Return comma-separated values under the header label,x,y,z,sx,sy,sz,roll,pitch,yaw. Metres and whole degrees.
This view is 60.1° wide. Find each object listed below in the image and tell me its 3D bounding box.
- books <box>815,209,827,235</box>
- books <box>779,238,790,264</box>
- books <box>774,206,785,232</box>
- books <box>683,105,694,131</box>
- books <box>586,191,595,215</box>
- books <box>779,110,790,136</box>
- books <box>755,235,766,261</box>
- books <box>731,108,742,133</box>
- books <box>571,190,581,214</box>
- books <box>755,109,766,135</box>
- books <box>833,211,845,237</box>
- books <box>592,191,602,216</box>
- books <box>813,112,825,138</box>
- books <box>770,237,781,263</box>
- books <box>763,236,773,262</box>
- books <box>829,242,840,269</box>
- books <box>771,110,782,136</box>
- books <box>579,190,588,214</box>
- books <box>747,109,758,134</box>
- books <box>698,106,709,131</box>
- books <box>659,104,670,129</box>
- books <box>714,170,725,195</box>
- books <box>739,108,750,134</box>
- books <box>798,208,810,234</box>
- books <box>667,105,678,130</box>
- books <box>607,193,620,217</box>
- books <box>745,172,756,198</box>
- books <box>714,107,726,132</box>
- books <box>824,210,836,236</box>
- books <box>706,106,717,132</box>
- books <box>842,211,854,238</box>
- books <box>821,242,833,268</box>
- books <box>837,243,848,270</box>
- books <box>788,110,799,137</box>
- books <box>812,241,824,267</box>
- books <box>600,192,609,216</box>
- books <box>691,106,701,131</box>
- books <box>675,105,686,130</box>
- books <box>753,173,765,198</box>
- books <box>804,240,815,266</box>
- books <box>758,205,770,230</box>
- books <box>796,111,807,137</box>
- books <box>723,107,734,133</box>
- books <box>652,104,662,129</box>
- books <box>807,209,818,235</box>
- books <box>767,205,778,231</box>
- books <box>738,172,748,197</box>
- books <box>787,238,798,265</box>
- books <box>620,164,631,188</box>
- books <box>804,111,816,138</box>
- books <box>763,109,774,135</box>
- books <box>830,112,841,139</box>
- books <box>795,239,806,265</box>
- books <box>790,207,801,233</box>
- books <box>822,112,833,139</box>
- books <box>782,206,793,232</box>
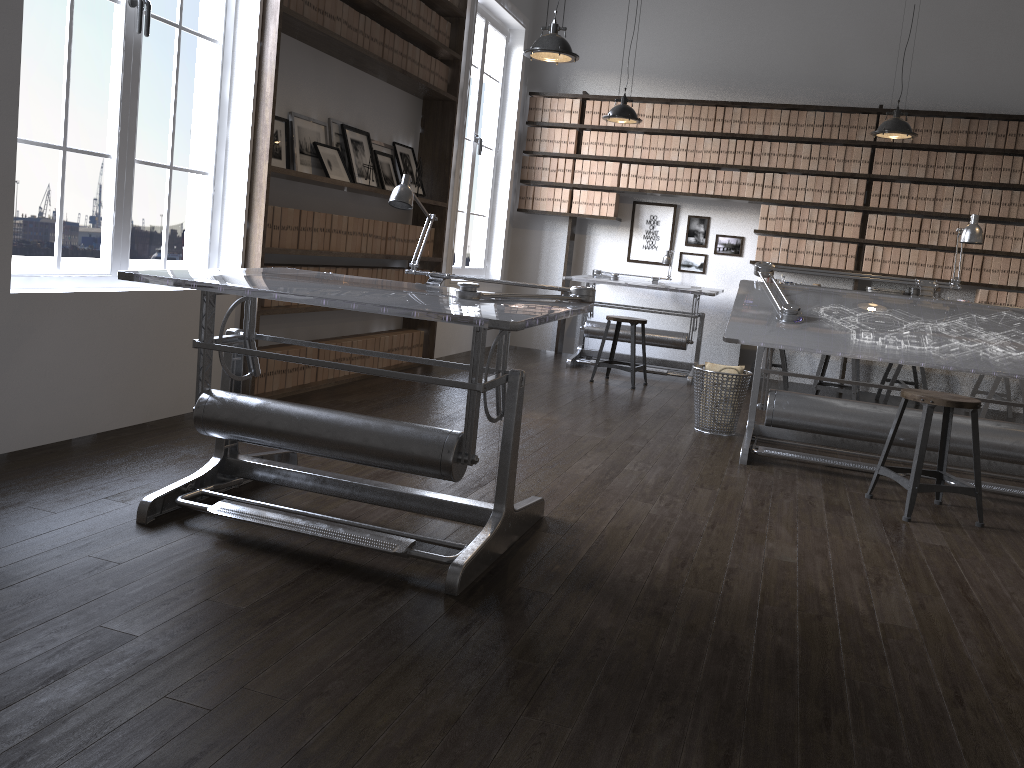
label,x,y,z,sx,sy,sz,roll,pitch,yaw
books,2.694,-1.403,7.722,0.067,0.224,0.175,8,7,17
books,2.406,-1.174,7.825,0.067,0.224,0.175,8,7,17
books,2.365,-1.452,7.823,0.067,0.224,0.175,8,7,17
books,1.600,-2.388,8.002,0.067,0.224,0.175,8,7,17
books,0.751,-1.695,8.328,0.067,0.224,0.175,8,7,17
books,2.389,-2.270,7.757,0.067,0.224,0.175,8,7,17
books,2.214,-1.203,7.883,0.067,0.224,0.175,8,7,17
books,2.000,-2.329,7.879,0.067,0.224,0.175,8,7,17
books,0.622,-1.714,8.364,0.067,0.224,0.175,8,7,17
books,2.197,-2.299,7.816,0.067,0.224,0.175,8,7,17
books,2.835,-1.381,7.678,0.067,0.224,0.175,8,7,17
books,0.813,-1.684,8.303,0.067,0.224,0.175,8,7,17
books,2.656,-2.230,7.672,0.067,0.224,0.175,8,7,17
books,2.338,-1.185,7.848,0.067,0.224,0.175,8,7,17
books,2.279,-1.194,7.868,0.067,0.224,0.175,8,7,17
books,2.802,-1.115,7.704,0.067,0.224,0.175,8,7,17
books,2.321,-2.280,7.780,0.067,0.224,0.175,8,7,17
books,0.691,-1.703,8.345,0.067,0.224,0.175,8,7,17
books,2.135,-2.309,7.841,0.067,0.224,0.175,8,7,17
books,1.730,-2.370,7.966,0.067,0.224,0.175,8,7,17
books,1.401,-2.419,8.070,0.067,0.224,0.175,8,7,17
books,1.871,-1.796,7.961,0.067,0.224,0.175,8,7,17
books,2.068,-2.319,7.862,0.067,0.224,0.175,8,7,17
books,2.559,-1.423,7.764,0.067,0.224,0.175,8,7,17
books,1.468,-2.409,8.051,0.067,0.224,0.175,8,7,17
books,0.947,-1.665,8.267,0.067,0.224,0.175,8,7,17
books,2.124,-1.758,7.879,0.067,0.224,0.175,8,7,17
books,1.861,-2.349,7.922,0.067,0.224,0.175,8,7,17
books,2.763,-1.391,7.695,0.067,0.224,0.175,8,7,17
books,1.793,-2.360,7.949,0.067,0.224,0.175,8,7,17
books,2.906,-1.370,7.653,0.067,0.224,0.175,8,7,17
books,2.741,-1.124,7.718,0.067,0.224,0.175,8,7,17
books,2.865,-1.106,7.687,0.067,0.224,0.175,8,7,17
books,2.457,-2.260,7.740,0.067,0.224,0.175,8,7,17
books,2.673,-1.134,7.740,0.067,0.224,0.175,8,7,17
books,0.881,-1.675,8.289,0.067,0.224,0.175,8,7,17
books,1.669,-2.378,7.981,0.067,0.224,0.175,8,7,17
books,1.533,-2.399,8.027,0.067,0.224,0.175,8,7,17
books,2.192,-1.747,7.856,0.067,0.224,0.175,8,7,17
books,2.605,-1.145,7.764,0.067,0.224,0.175,8,7,17
books,2.235,-1.471,7.860,0.067,0.224,0.175,8,7,17
books,2.523,-2.251,7.721,0.067,0.224,0.175,8,7,17
books,1.934,-2.339,7.905,0.067,0.224,0.175,8,7,17
books,1.333,-2.429,8.087,0.067,0.224,0.175,8,7,17
books,2.625,-1.412,7.739,0.067,0.224,0.175,8,7,17
books,2.305,-1.460,7.840,0.067,0.224,0.175,8,7,17
books,2.065,-1.767,7.899,0.067,0.224,0.175,8,7,17
books,2.474,-1.165,7.808,0.067,0.224,0.175,8,7,17
books,1.059,-1.918,8.212,0.067,0.224,0.175,8,7,17
books,2.588,-2.240,7.697,0.067,0.224,0.175,8,7,17
books,2.262,-2.290,7.800,0.067,0.224,0.175,8,7,17
books,2.785,-2.211,7.636,0.067,0.224,0.175,8,7,17
books,2.540,-1.155,7.789,0.067,0.224,0.175,8,7,17
books,2.492,-1.433,7.785,0.067,0.224,0.175,8,7,17
books,2.724,-2.219,7.651,0.067,0.224,0.175,8,7,17
books,2.426,-1.442,7.799,0.067,0.224,0.175,8,7,17
